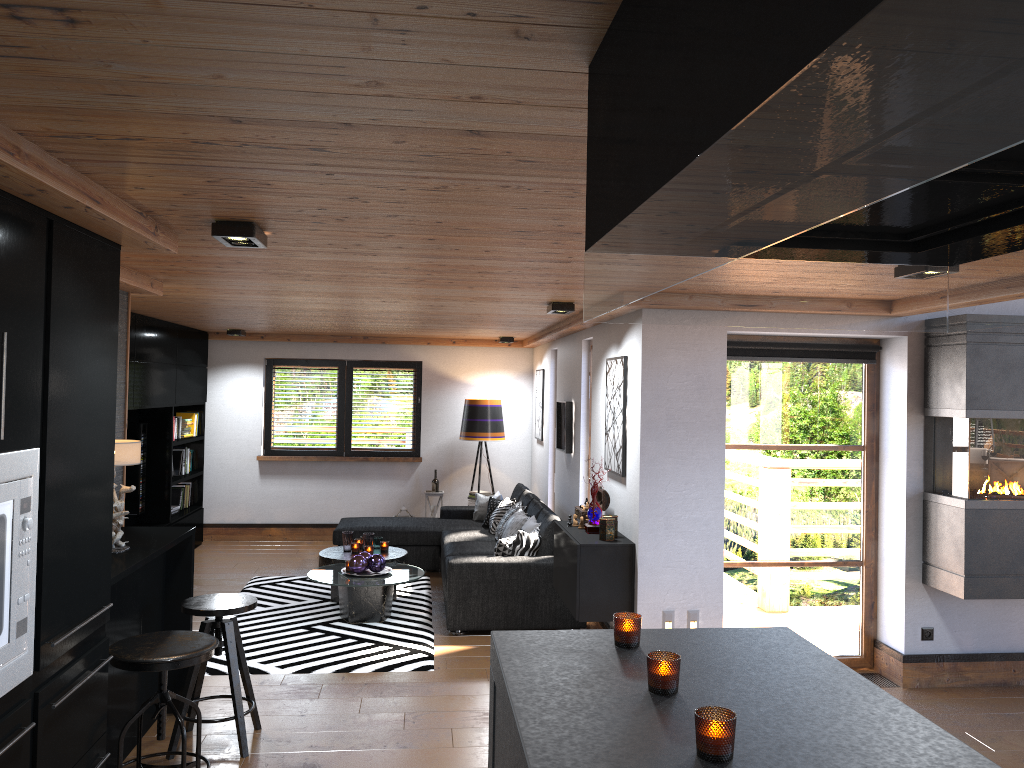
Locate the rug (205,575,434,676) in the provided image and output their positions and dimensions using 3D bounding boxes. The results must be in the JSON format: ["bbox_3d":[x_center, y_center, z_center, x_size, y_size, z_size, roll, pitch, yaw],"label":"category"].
[{"bbox_3d":[-1.456,1.809,6.971,1.666,0.020,2.892,1,0,-6],"label":"rug"}]

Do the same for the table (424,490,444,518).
[{"bbox_3d":[-0.904,1.546,10.233,0.227,0.609,0.224,1,-1,-6],"label":"table"}]

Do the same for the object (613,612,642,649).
[{"bbox_3d":[0.314,0.671,2.415,0.078,0.081,0.080,0,-1,39],"label":"object"}]

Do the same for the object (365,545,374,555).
[{"bbox_3d":[-1.196,1.399,7.422,0.079,0.081,0.079,1,-1,9],"label":"object"}]

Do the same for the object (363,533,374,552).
[{"bbox_3d":[-1.223,1.356,7.549,0.095,0.167,0.093,2,-1,-35],"label":"object"}]

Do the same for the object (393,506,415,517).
[{"bbox_3d":[-1.253,1.613,10.240,0.254,0.462,0.250,1,-1,-6],"label":"object"}]

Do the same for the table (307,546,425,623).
[{"bbox_3d":[-1.160,1.623,7.189,0.898,0.371,1.520,1,0,-5],"label":"table"}]

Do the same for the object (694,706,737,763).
[{"bbox_3d":[0.387,0.668,1.688,0.078,0.081,0.080,0,-1,39],"label":"object"}]

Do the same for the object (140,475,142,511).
[{"bbox_3d":[-3.543,1.023,8.276,0.125,0.379,0.125,1,-1,-6],"label":"object"}]

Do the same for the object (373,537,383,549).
[{"bbox_3d":[-1.180,1.394,7.765,0.092,0.099,0.093,1,-1,31],"label":"object"}]

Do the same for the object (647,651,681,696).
[{"bbox_3d":[0.351,0.670,2.052,0.078,0.081,0.080,0,-1,39],"label":"object"}]

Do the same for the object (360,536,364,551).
[{"bbox_3d":[-1.255,1.380,7.662,0.114,0.122,0.112,2,-1,-30],"label":"object"}]

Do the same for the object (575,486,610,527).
[{"bbox_3d":[0.547,0.839,6.124,0.210,0.270,0.286,1,-1,-6],"label":"object"}]

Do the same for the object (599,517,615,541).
[{"bbox_3d":[0.593,0.904,5.525,0.109,0.135,0.096,1,-1,-16],"label":"object"}]

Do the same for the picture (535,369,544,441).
[{"bbox_3d":[0.306,0.228,9.875,0.020,0.782,0.561,1,-1,-6],"label":"picture"}]

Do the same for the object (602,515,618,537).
[{"bbox_3d":[0.626,0.906,5.654,0.107,0.135,0.097,1,-1,25],"label":"object"}]

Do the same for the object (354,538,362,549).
[{"bbox_3d":[-1.338,1.398,7.750,0.079,0.081,0.079,1,-1,9],"label":"object"}]

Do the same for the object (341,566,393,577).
[{"bbox_3d":[-1.127,1.454,6.882,0.393,0.022,0.396,1,0,12],"label":"object"}]

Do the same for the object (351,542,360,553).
[{"bbox_3d":[-1.331,1.397,7.546,0.079,0.081,0.079,1,-1,9],"label":"object"}]

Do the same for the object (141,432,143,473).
[{"bbox_3d":[-3.536,0.644,8.284,0.125,0.379,0.125,1,-1,-6],"label":"object"}]

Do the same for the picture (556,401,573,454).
[{"bbox_3d":[0.470,0.381,7.980,0.066,0.451,0.557,1,-1,-6],"label":"picture"}]

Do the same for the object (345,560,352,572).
[{"bbox_3d":[-1.257,1.418,6.895,0.079,0.081,0.079,1,-1,9],"label":"object"}]

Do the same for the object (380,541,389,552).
[{"bbox_3d":[-1.100,1.402,7.647,0.079,0.081,0.079,1,-1,9],"label":"object"}]

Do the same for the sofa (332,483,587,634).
[{"bbox_3d":[-0.627,1.430,7.968,2.094,0.818,3.080,1,0,-6],"label":"sofa"}]

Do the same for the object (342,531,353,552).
[{"bbox_3d":[-1.412,1.353,7.609,0.095,0.167,0.093,2,-1,-35],"label":"object"}]

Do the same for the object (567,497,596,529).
[{"bbox_3d":[0.482,0.873,6.062,0.202,0.197,0.355,1,-1,5],"label":"object"}]

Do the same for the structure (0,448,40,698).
[{"bbox_3d":[-1.388,0.525,2.345,0.039,0.672,0.592,1,-1,-6],"label":"structure"}]

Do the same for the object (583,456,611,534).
[{"bbox_3d":[0.557,0.720,5.813,0.152,0.504,0.323,1,-1,-7],"label":"object"}]

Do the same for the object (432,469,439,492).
[{"bbox_3d":[-0.884,1.130,10.239,0.088,0.286,0.086,2,-2,-44],"label":"object"}]

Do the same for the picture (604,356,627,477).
[{"bbox_3d":[0.695,0.209,5.975,0.020,0.782,0.561,1,-1,-6],"label":"picture"}]

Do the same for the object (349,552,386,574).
[{"bbox_3d":[-1.138,1.388,6.895,0.287,0.143,0.262,1,-1,-23],"label":"object"}]
